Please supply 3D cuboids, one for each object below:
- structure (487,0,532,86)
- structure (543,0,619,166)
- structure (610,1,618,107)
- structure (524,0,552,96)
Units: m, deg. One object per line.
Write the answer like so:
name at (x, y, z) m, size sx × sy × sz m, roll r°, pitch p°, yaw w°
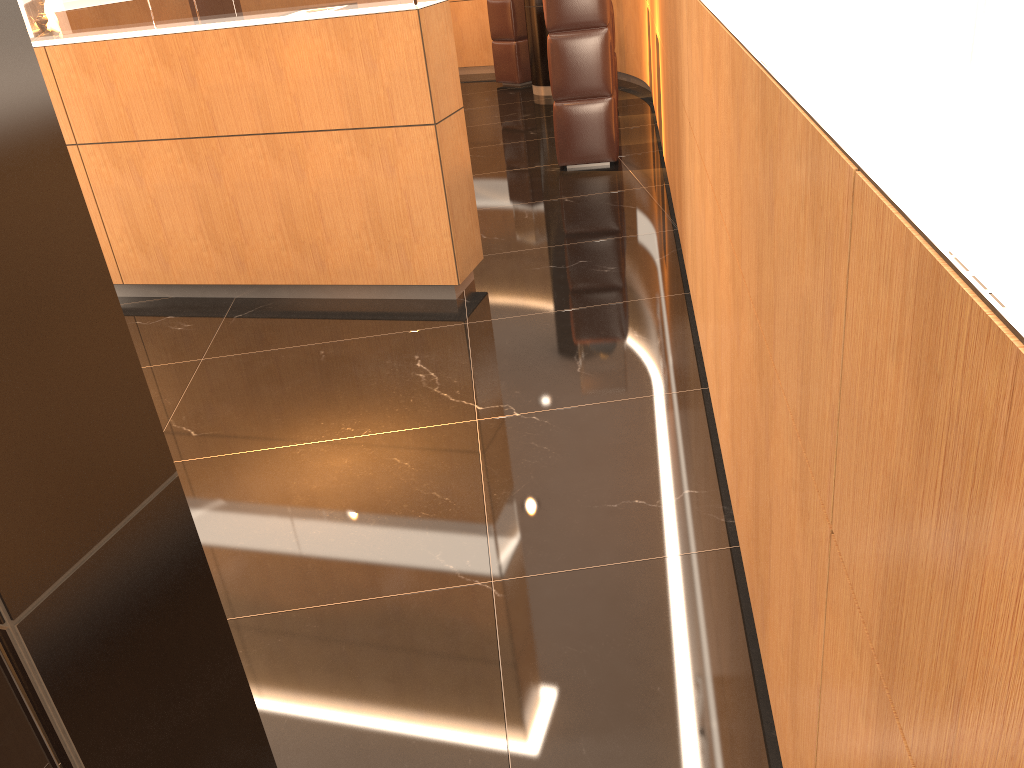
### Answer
structure at (0.006, -4.618, 10.538) m, size 0.484 × 2.000 × 0.498 m, roll -26°, pitch 33°, yaw -32°
structure at (0.504, -2.679, 6.636) m, size 0.498 × 1.968 × 0.484 m, roll -3°, pitch 27°, yaw 8°
structure at (0.720, -3.639, 8.473) m, size 0.498 × 2.000 × 0.484 m, roll -3°, pitch 27°, yaw 8°
structure at (0.353, -4.896, 9.426) m, size 0.613 × 3.430 × 0.613 m, roll -1°, pitch 28°, yaw 12°
